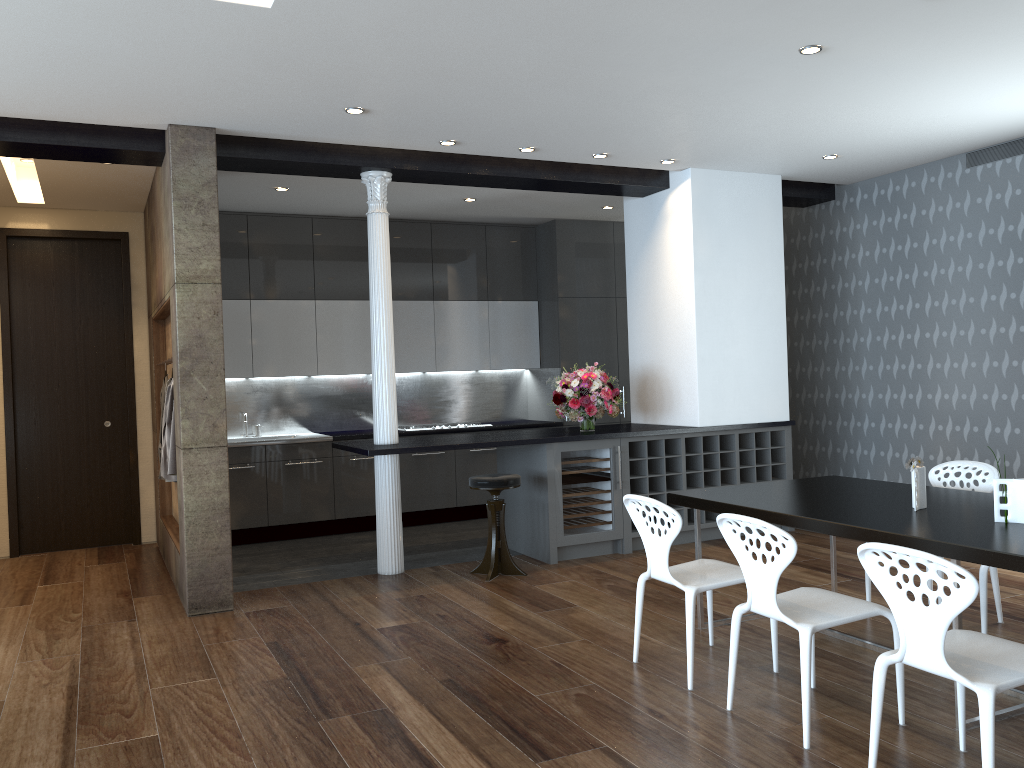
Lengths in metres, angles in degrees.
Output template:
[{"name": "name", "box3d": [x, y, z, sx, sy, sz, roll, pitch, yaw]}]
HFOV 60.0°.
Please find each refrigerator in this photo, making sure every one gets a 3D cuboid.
[{"name": "refrigerator", "box3d": [0.574, 0.808, 6.684, 0.578, 0.774, 0.075, -2, 1, -21]}]

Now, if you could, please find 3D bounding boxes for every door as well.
[{"name": "door", "box3d": [-3.905, 0.062, 7.862, 1.037, 2.814, 0.246, -2, 1, -25]}]

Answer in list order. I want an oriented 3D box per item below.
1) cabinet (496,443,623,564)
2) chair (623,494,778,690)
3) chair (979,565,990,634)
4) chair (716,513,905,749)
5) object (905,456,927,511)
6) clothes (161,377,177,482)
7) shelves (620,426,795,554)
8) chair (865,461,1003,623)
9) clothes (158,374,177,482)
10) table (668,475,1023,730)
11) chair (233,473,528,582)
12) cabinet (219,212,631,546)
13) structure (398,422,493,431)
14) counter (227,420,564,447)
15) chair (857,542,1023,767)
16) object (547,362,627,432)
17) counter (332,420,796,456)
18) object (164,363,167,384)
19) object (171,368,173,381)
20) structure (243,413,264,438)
[{"name": "cabinet", "box3d": [0.366, 0.872, 7.063, 0.642, 0.897, 0.900, -2, 1, -25]}, {"name": "chair", "box3d": [0.842, 0.911, 4.136, 0.581, 0.835, 0.495, -2, 1, -25]}, {"name": "chair", "box3d": [2.603, 0.847, 4.161, 0.581, 0.835, 0.495, -2, 1, -25]}, {"name": "chair", "box3d": [1.137, 0.905, 3.500, 0.581, 0.835, 0.495, -2, 1, -25]}, {"name": "object", "box3d": [1.812, 0.445, 4.000, 0.161, 0.233, 0.076, -3, 1, -44]}, {"name": "clothes", "box3d": [-2.386, 0.316, 6.245, 0.173, 0.735, 0.700, -2, 1, -27]}, {"name": "shelves", "box3d": [1.424, 0.830, 7.563, 1.700, 0.897, 0.900, -2, 1, -25]}, {"name": "chair", "box3d": [2.303, 0.853, 4.796, 0.581, 0.835, 0.495, -2, 1, -25]}, {"name": "clothes", "box3d": [-2.759, 0.348, 7.062, 0.141, 0.855, 0.569, -2, 1, -25]}, {"name": "table", "box3d": [2.124, 0.922, 3.532, 1.200, 0.733, 3.400, -2, 1, -25]}, {"name": "chair", "box3d": [0.596, 1.126, 2.960, 16.134, 0.952, 21.556, -2, 1, -25]}, {"name": "cabinet", "box3d": [0.435, -0.200, 9.470, 7.409, 2.980, 0.827, -2, 1, -25]}, {"name": "structure", "box3d": [-0.707, 0.438, 8.890, 0.900, 0.066, 0.520, -2, 1, -25]}, {"name": "counter", "box3d": [-1.267, 0.570, 8.671, 3.597, 0.223, 0.807, -2, 1, -25]}, {"name": "chair", "box3d": [1.444, 0.900, 2.829, 0.581, 0.835, 0.495, -2, 1, -25]}, {"name": "object", "box3d": [0.590, 0.101, 7.066, 0.544, 0.552, 0.570, -2, 1, -19]}, {"name": "counter", "box3d": [0.503, 0.398, 7.132, 3.700, 0.040, 1.000, -2, 1, -25]}, {"name": "object", "box3d": [-2.756, -0.066, 7.059, 0.010, 0.219, 0.430, -2, 1, -25]}, {"name": "object", "box3d": [-2.382, -0.072, 6.238, 0.010, 0.219, 0.430, -2, 1, -25]}, {"name": "structure", "box3d": [-2.440, 0.395, 8.357, 0.183, 0.249, 0.224, -2, 1, -25]}]
